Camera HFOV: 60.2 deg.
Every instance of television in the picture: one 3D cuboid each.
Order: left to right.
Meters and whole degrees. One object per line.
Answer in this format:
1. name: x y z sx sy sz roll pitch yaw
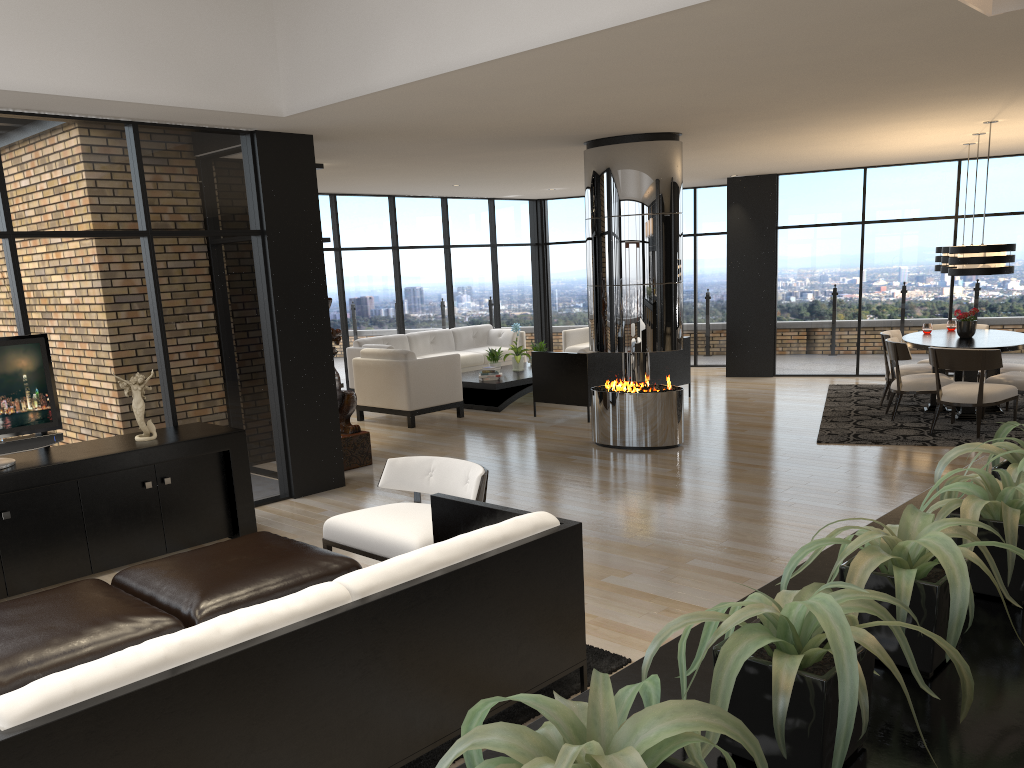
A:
1. television: -3.024 0.120 4.871 0.928 0.725 0.403 -8 12 -27

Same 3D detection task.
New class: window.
1. window: -0.129 -1.564 6.393 10.101 4.873 15.659 2 9 30

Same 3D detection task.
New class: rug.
1. rug: -1.432 1.323 3.638 2.466 0.012 3.000 5 11 44
2. rug: 4.700 0.276 9.209 2.715 0.011 3.662 0 8 21

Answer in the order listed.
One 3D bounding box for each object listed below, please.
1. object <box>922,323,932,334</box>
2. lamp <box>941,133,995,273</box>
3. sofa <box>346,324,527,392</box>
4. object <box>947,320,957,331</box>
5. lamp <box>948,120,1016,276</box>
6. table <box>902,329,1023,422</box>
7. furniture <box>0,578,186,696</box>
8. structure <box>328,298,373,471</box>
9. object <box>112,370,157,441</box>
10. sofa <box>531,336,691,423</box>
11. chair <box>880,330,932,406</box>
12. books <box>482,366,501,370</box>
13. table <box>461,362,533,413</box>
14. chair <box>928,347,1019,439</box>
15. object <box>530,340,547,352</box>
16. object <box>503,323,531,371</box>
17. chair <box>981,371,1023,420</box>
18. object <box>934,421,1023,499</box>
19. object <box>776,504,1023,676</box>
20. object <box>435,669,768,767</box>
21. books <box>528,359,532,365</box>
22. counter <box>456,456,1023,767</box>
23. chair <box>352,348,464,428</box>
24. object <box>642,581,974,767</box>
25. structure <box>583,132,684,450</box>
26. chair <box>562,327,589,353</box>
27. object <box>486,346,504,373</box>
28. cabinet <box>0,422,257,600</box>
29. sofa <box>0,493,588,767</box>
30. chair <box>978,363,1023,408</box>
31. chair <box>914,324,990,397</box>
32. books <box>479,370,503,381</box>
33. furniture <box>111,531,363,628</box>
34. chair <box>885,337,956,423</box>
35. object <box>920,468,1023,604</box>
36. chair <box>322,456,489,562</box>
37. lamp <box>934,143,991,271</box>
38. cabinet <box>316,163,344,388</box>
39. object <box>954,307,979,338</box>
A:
1. object: 4.500 -0.601 9.563 0.095 0.108 0.094 4 12 32
2. lamp: 4.582 -1.787 8.744 0.535 1.354 0.526 2 13 20
3. sofa: -0.991 -0.323 12.572 0.849 0.871 2.665 7 13 43
4. object: 4.871 -0.648 9.780 0.095 0.108 0.094 -5 11 -12
5. lamp: 4.255 -1.662 7.932 0.535 1.354 0.526 2 13 20
6. table: 4.646 -0.093 9.073 1.207 0.783 2.072 1 9 23
7. furniture: -1.825 1.126 3.443 0.822 0.492 0.818 6 12 43
8. structure: -1.744 -0.043 7.931 0.726 1.623 0.511 8 16 43
9. object: -2.328 0.128 5.535 0.104 0.468 0.254 9 17 44
10. sofa: 1.212 -0.130 10.504 0.833 0.818 2.009 7 13 43
11. chair: 4.317 -0.163 9.588 0.614 0.821 0.633 4 13 31
12. books: -0.250 -0.192 10.836 0.184 0.027 0.152 2 9 35
13. table: 0.053 0.009 11.629 1.257 0.358 2.009 5 11 44
14. chair: 4.149 0.056 8.010 0.610 0.821 0.637 -12 14 -39
15. object: 0.366 -0.410 11.905 0.284 0.377 0.211 2 12 22
16. object: 0.084 -0.487 11.568 0.354 0.643 0.365 -9 13 -26
17. chair: 4.972 -0.048 8.480 0.636 0.821 0.611 -12 14 -39
18. object: 1.192 0.204 1.940 0.405 0.243 0.392 -6 10 -21
19. object: 0.576 0.320 1.385 0.405 0.221 0.392 -6 9 -21
20. object: 0.094 0.421 0.810 0.396 0.221 0.401 -6 9 -21
21. books: 0.350 -0.340 12.306 0.223 0.128 0.302 -1 9 12
22. counter: 0.789 0.463 1.189 1.172 0.032 3.080 4 11 44
23. chair: -1.208 -0.013 10.326 0.995 0.872 0.845 6 14 43
24. object: 0.318 0.357 1.117 0.405 0.243 0.392 -6 10 -21
25. structure: 1.121 -0.793 8.063 0.889 2.794 0.577 5 14 31
26. chair: 1.375 -0.491 12.950 0.995 0.872 0.845 6 14 43
27. object: -0.225 -0.303 11.322 0.284 0.377 0.211 -1 11 7
28. cabinet: -2.996 0.843 5.012 0.617 0.754 3.005 7 13 43
29. sofa: -0.720 0.971 2.966 0.833 0.818 2.009 7 13 43
30. chair: 5.296 -0.158 9.188 0.616 0.821 0.631 -1 11 7
31. chair: 5.011 -0.257 10.037 0.639 0.821 0.608 7 14 41
32. books: -0.263 -0.116 10.855 0.307 0.128 0.220 -4 9 -7
33. furniture: -1.240 1.018 4.040 0.822 0.492 0.818 6 12 43
34. chair: 4.036 -0.043 8.794 0.616 0.821 0.631 0 11 14
35. object: 0.892 0.255 1.670 0.396 0.243 0.401 -6 10 -21
36. chair: -0.504 0.790 4.740 0.800 0.687 0.676 6 14 43
37. lamp: 4.908 -1.911 9.556 0.535 1.354 0.526 2 13 20
38. cabinet: -3.071 -0.737 9.210 2.645 2.792 1.171 7 15 44
39. object: 4.608 -0.623 8.966 0.228 0.304 0.233 2 12 23
